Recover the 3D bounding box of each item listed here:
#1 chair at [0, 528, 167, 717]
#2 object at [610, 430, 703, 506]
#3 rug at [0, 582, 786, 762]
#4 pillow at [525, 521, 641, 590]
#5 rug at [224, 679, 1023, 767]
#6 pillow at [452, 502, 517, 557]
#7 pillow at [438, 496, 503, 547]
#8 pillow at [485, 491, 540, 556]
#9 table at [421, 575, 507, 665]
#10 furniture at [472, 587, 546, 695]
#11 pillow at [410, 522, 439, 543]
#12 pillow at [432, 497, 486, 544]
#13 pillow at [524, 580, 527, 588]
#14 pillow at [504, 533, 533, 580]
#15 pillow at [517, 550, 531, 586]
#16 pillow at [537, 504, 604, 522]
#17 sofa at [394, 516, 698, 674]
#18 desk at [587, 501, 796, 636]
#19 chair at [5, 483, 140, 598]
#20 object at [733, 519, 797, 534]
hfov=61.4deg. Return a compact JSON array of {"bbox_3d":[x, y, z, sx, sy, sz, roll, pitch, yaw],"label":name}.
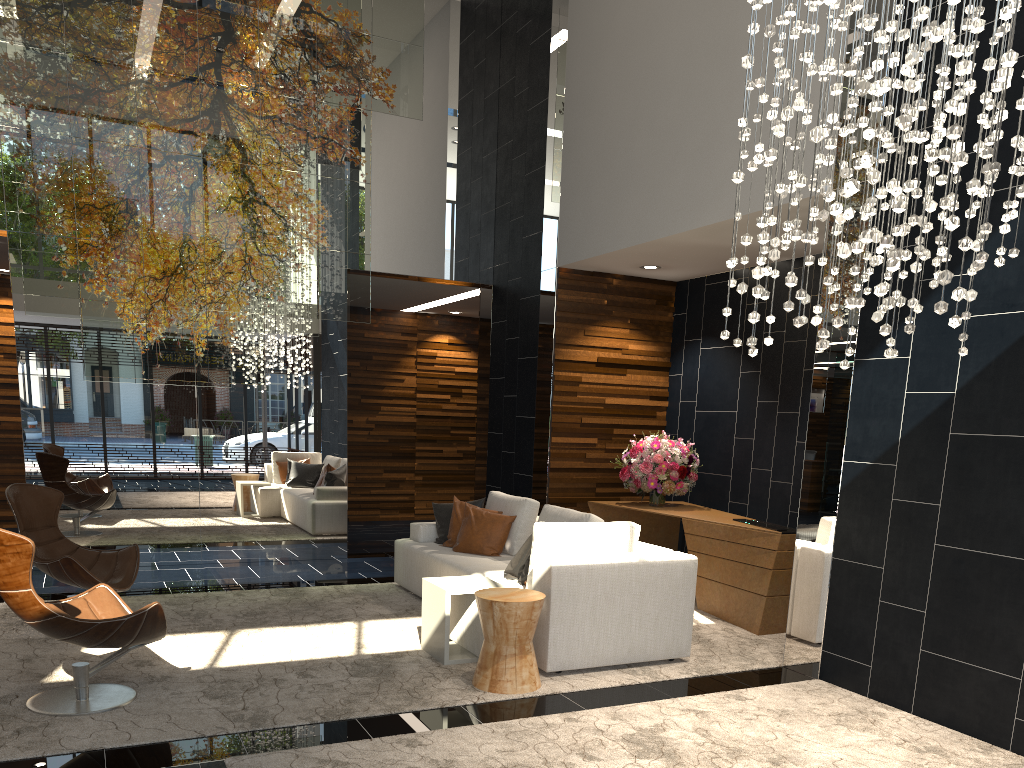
[{"bbox_3d":[-2.088,1.112,4.199,0.667,0.957,0.775,6,7,31],"label":"chair"},{"bbox_3d":[1.310,0.748,7.664,0.688,0.696,0.646,-1,6,-35],"label":"object"},{"bbox_3d":[-0.487,1.720,6.118,5.899,0.006,3.147,3,-2,-26],"label":"rug"},{"bbox_3d":[0.440,1.071,5.314,0.711,0.473,0.211,1,8,-25],"label":"pillow"},{"bbox_3d":[0.818,1.668,3.404,3.415,0.006,2.288,3,-2,-26],"label":"rug"},{"bbox_3d":[-0.234,1.140,6.710,0.514,0.425,0.263,4,7,34],"label":"pillow"},{"bbox_3d":[-0.322,1.120,6.907,0.544,0.444,0.237,4,8,28],"label":"pillow"},{"bbox_3d":[-0.041,1.111,6.922,0.247,0.463,0.704,-2,4,-27],"label":"pillow"},{"bbox_3d":[-0.304,1.460,5.368,0.399,0.480,0.389,-1,6,-26],"label":"table"},{"bbox_3d":[-0.020,1.423,4.799,0.392,0.536,0.381,3,7,9],"label":"furniture"},{"bbox_3d":[-0.556,1.254,7.357,0.623,0.156,0.234,3,1,-31],"label":"pillow"},{"bbox_3d":[-0.439,1.125,7.088,0.551,0.428,0.249,3,8,21],"label":"pillow"},{"bbox_3d":[0.291,1.114,5.462,0.519,0.425,0.261,0,7,-30],"label":"pillow"},{"bbox_3d":[0.153,1.137,5.814,0.297,0.374,0.497,5,3,23],"label":"pillow"},{"bbox_3d":[0.242,1.133,5.657,0.252,0.426,0.547,7,5,32],"label":"pillow"},{"bbox_3d":[0.352,1.103,6.133,0.290,0.447,0.703,-1,3,-26],"label":"pillow"},{"bbox_3d":[-0.054,1.390,6.321,1.290,0.700,2.792,2,-1,-26],"label":"sofa"},{"bbox_3d":[1.612,1.466,7.244,0.989,0.767,2.197,1,0,-27],"label":"desk"},{"bbox_3d":[-2.903,1.134,5.648,0.788,0.958,0.655,2,7,1],"label":"chair"},{"bbox_3d":[1.938,1.069,6.486,0.241,0.027,0.696,3,-2,-16],"label":"object"}]
